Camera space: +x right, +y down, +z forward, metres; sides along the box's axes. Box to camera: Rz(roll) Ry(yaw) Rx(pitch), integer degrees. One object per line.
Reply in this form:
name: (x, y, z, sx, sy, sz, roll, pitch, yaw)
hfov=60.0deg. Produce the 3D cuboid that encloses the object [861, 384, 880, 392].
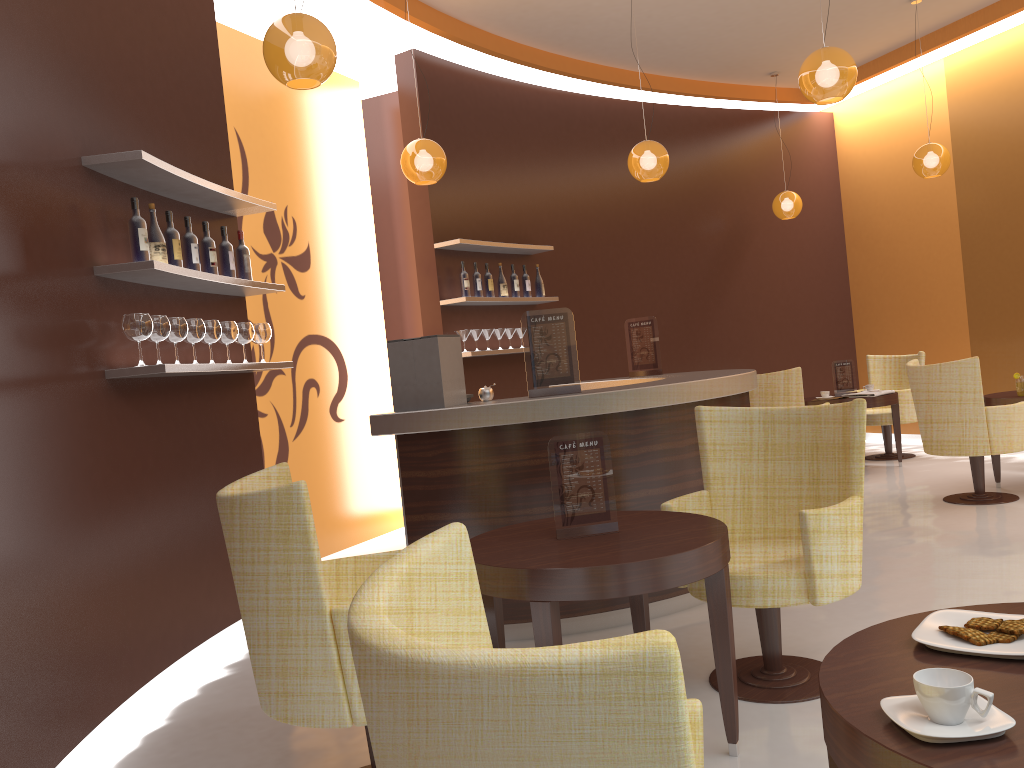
object: (3.378, 0.042, 8.364, 0.153, 0.069, 0.153, -7, 1, -40)

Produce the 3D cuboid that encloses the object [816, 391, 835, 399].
object: (2.845, 0.102, 8.057, 0.153, 0.069, 0.153, -6, 1, 3)

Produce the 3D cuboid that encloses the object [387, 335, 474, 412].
object: (-0.384, -0.058, 4.335, 0.270, 0.340, 0.373, -5, 1, 22)

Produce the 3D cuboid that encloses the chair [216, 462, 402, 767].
chair: (-0.475, 0.746, 2.648, 0.685, 1.017, 0.729, -6, 1, -16)

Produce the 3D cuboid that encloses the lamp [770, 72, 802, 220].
lamp: (2.779, -2.455, 9.146, 0.299, 1.500, 0.299, -6, 1, -23)

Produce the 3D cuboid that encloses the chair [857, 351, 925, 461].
chair: (3.718, 0.212, 8.754, 0.685, 1.017, 0.729, -6, 1, -24)

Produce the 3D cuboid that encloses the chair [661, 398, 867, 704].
chair: (0.965, 0.587, 3.324, 0.729, 1.017, 0.685, -5, 1, 45)

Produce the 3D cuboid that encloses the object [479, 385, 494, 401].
object: (-0.129, 0.047, 4.417, 0.075, 0.077, 0.075, -5, 1, 36)

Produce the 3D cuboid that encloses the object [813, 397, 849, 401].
object: (2.832, 0.133, 8.048, 0.239, 0.021, 0.464, -6, 1, -9)

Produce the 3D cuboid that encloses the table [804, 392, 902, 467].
table: (3.133, 0.451, 8.219, 0.872, 0.679, 0.874, -6, 1, 13)

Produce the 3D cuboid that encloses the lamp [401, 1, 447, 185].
lamp: (-0.633, -2.047, 5.728, 0.299, 1.500, 0.299, -6, 1, -5)

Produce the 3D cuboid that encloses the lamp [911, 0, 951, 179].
lamp: (3.483, -2.498, 7.490, 0.299, 1.500, 0.299, -5, 1, 20)

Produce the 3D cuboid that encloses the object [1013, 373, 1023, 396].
object: (3.656, 0.002, 6.371, 0.072, 0.171, 0.067, -7, 1, -40)

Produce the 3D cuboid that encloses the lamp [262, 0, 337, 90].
lamp: (-0.935, -1.980, 3.642, 0.299, 1.500, 0.299, -7, 1, -45)

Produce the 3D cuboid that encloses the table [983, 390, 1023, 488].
table: (3.976, 0.395, 6.501, 0.872, 0.679, 0.874, -6, 1, 8)

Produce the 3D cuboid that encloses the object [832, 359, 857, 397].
object: (3.095, -0.055, 8.258, 0.209, 0.335, 0.042, -6, 1, 0)

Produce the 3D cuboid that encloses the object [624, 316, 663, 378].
object: (0.921, -0.261, 6.235, 0.258, 0.414, 0.052, -5, 1, 36)

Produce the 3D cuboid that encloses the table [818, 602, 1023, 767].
table: (0.960, 0.792, 1.357, 0.872, 0.679, 0.874, -5, 1, 23)

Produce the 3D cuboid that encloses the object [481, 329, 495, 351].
object: (-0.198, -0.354, 7.193, 0.137, 0.174, 0.137, -5, 1, 42)

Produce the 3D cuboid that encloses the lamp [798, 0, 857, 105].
lamp: (1.626, -2.261, 4.738, 0.299, 1.500, 0.299, -5, 1, 45)

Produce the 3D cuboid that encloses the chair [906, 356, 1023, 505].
chair: (3.198, 0.309, 6.224, 0.685, 1.017, 0.729, -6, 1, -6)

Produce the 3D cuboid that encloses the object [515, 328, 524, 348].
object: (0.078, -0.387, 7.552, 0.137, 0.174, 0.137, -5, 1, 42)

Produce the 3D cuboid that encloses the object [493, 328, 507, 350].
object: (-0.104, -0.364, 7.314, 0.137, 0.174, 0.137, -5, 1, 42)

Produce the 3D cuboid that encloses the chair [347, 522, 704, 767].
chair: (0.188, 0.705, 1.114, 0.685, 1.017, 0.729, -6, 1, -20)

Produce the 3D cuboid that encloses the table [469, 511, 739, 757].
table: (0.293, 0.833, 2.904, 0.872, 0.679, 0.874, -5, 1, 23)

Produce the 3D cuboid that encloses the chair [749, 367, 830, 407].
chair: (2.420, 0.361, 7.835, 0.685, 1.017, 0.729, -6, 1, -26)

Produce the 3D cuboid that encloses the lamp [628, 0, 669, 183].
lamp: (0.922, -2.218, 6.394, 0.299, 1.500, 0.299, -6, 1, -5)

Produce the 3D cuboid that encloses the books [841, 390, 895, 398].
books: (3.209, 0.089, 7.977, 0.367, 0.035, 0.345, -6, 1, -33)

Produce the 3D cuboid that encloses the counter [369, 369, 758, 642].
counter: (0.660, 0.544, 5.191, 1.586, 1.100, 2.917, -5, 1, 22)

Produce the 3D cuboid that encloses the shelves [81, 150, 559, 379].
shelves: (-0.789, -0.600, 5.781, 0.586, 0.902, 4.744, -5, 1, 24)

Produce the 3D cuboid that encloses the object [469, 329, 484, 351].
object: (-0.286, -0.343, 7.065, 0.137, 0.174, 0.137, -5, 1, 32)

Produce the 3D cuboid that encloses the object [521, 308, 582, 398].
object: (0.185, -0.152, 4.245, 0.258, 0.414, 0.052, -6, 1, -9)

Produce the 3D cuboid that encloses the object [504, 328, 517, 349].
object: (-0.018, -0.375, 7.433, 0.137, 0.174, 0.137, -5, 1, 42)
